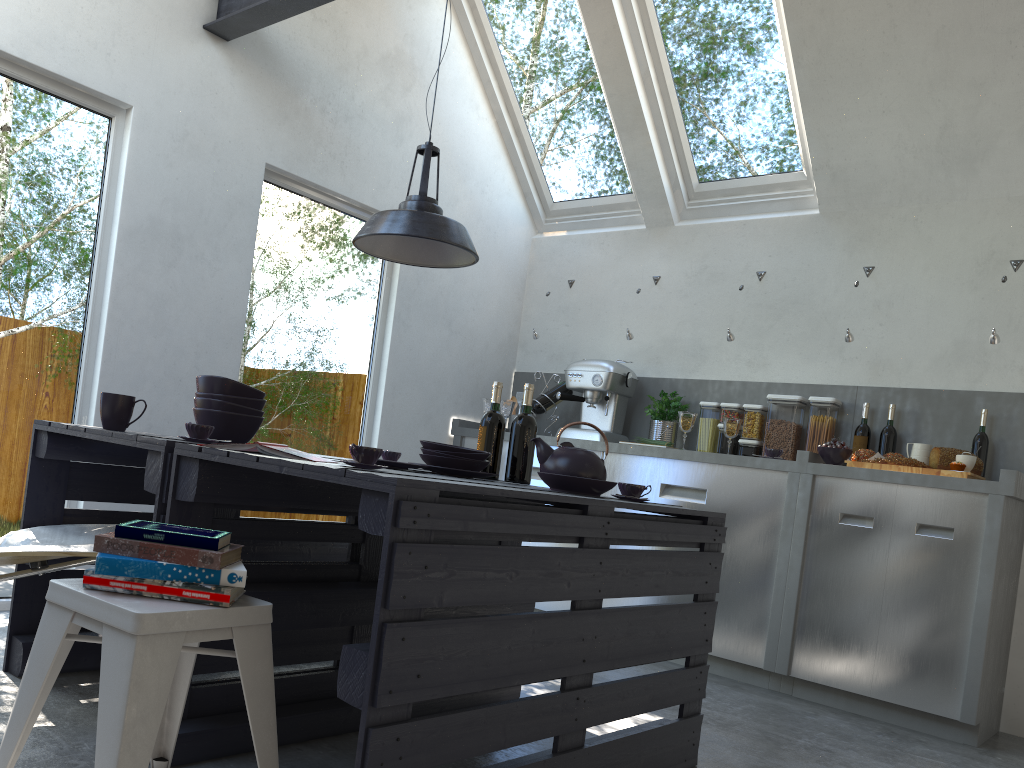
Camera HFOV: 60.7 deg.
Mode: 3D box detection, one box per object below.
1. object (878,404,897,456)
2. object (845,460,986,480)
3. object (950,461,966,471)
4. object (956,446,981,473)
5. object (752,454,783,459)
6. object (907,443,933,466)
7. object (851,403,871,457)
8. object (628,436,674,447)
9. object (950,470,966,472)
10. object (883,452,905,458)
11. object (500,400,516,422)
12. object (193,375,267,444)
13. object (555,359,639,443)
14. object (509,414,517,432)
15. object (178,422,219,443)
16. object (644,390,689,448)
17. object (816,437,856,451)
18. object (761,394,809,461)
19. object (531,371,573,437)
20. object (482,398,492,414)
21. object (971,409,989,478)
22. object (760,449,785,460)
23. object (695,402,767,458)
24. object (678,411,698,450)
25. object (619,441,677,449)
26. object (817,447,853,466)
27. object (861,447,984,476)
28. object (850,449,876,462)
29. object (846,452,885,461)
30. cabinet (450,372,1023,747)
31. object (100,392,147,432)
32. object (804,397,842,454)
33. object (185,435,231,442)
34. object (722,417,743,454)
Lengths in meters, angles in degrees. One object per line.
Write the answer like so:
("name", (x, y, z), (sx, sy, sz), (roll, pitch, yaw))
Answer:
("object", (1.772, 0.267, 4.122), (0.076, 0.344, 0.068), (8, 0, 43))
("object", (1.726, 0.380, 3.757), (0.497, 0.028, 0.292), (3, -7, 40))
("object", (1.827, 0.340, 3.586), (0.062, 0.046, 0.057), (6, -4, 25))
("object", (1.879, 0.312, 3.620), (0.072, 0.121, 0.073), (8, -1, -5))
("object", (1.191, 0.342, 4.079), (0.136, 0.013, 0.027), (6, -5, 16))
("object", (1.792, 0.323, 3.844), (0.086, 0.119, 0.085), (9, -2, -28))
("object", (1.681, 0.262, 4.199), (0.077, 0.344, 0.069), (8, 0, 33))
("object", (0.705, 0.301, 4.575), (0.135, 0.053, 0.291), (11, -6, -35))
("object", (1.771, 0.354, 3.591), (0.020, 0.003, 0.203), (11, -6, -28))
("object", (1.711, 0.344, 3.919), (0.117, 0.077, 0.120), (8, -4, -7))
("object", (-0.037, 0.198, 5.227), (0.094, 0.192, 0.103), (8, -1, -27))
("object", (-0.916, 0.093, 2.827), (0.204, 0.214, 0.202), (6, -3, 41))
("object", (0.475, 0.091, 4.980), (0.378, 0.500, 0.405), (6, -3, 40))
("object", (0.039, 0.264, 5.493), (0.105, 0.132, 0.108), (8, -2, -9))
("object", (-0.892, 0.139, 2.493), (0.122, 0.056, 0.111), (5, -5, 28))
("object", (0.834, 0.201, 4.794), (0.245, 0.341, 0.253), (8, -2, -7))
("object", (1.443, 0.279, 3.904), (0.167, 0.095, 0.135), (6, -4, 26))
("object", (1.380, 0.240, 4.445), (0.185, 0.354, 0.121), (7, -1, 39))
("object", (0.167, 0.122, 5.228), (0.320, 0.393, 0.242), (9, -2, -20))
("object", (-0.142, 0.184, 5.230), (0.103, 0.192, 0.093), (7, -1, 34))
("object", (2.070, 0.283, 3.869), (0.066, 0.344, 0.059), (8, 0, 43))
("object", (1.226, 0.332, 4.102), (0.110, 0.056, 0.122), (11, -5, -35))
("object", (1.153, 0.254, 4.614), (0.360, 0.294, 0.100), (5, -2, 40))
("object", (0.866, 0.238, 4.369), (0.098, 0.192, 0.098), (8, -1, -1))
("object", (0.719, 0.325, 4.562), (0.277, 0.012, 0.172), (4, -7, 38))
("object", (1.437, 0.329, 3.904), (0.146, 0.079, 0.147), (8, -4, -2))
("object", (1.753, 0.314, 3.757), (0.465, 0.112, 0.124), (7, -3, 12))
("object", (1.592, 0.330, 3.938), (0.117, 0.076, 0.120), (8, -4, -7))
("object", (1.631, 0.339, 3.916), (0.192, 0.059, 0.205), (11, -6, -30))
("cabinet", (0.910, 0.671, 4.539), (3.014, 1.476, 0.538), (4, -3, 40))
("object", (-1.184, 0.087, 2.636), (0.136, 0.109, 0.096), (6, -3, 32))
("object", (1.527, 0.248, 4.323), (0.135, 0.354, 0.121), (7, -1, 39))
("object", (-0.878, 0.162, 2.530), (0.129, 0.013, 0.028), (9, -5, -11))
("object", (1.087, 0.267, 4.356), (0.103, 0.192, 0.094), (7, -1, 28))
